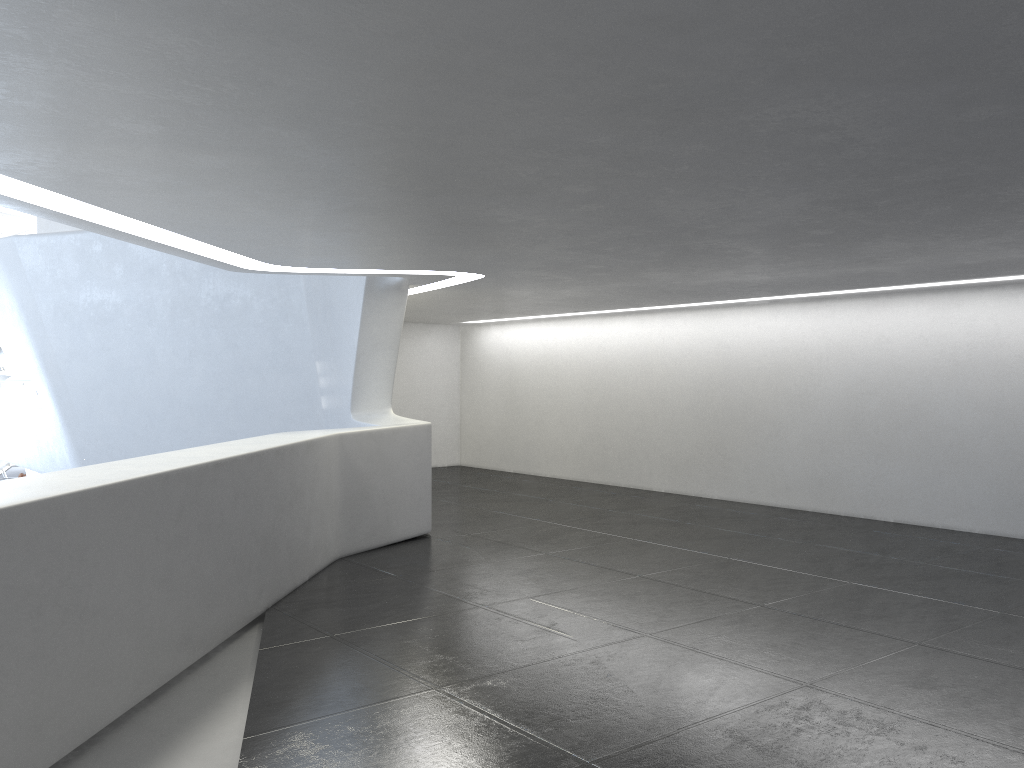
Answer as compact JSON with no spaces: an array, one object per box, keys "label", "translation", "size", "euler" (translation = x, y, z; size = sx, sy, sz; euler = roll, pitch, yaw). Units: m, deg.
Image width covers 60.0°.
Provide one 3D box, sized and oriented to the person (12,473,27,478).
[{"label":"person","translation":[-20.773,4.568,36.813],"size":[0.875,1.706,0.001],"euler":[0,0,-18]}]
